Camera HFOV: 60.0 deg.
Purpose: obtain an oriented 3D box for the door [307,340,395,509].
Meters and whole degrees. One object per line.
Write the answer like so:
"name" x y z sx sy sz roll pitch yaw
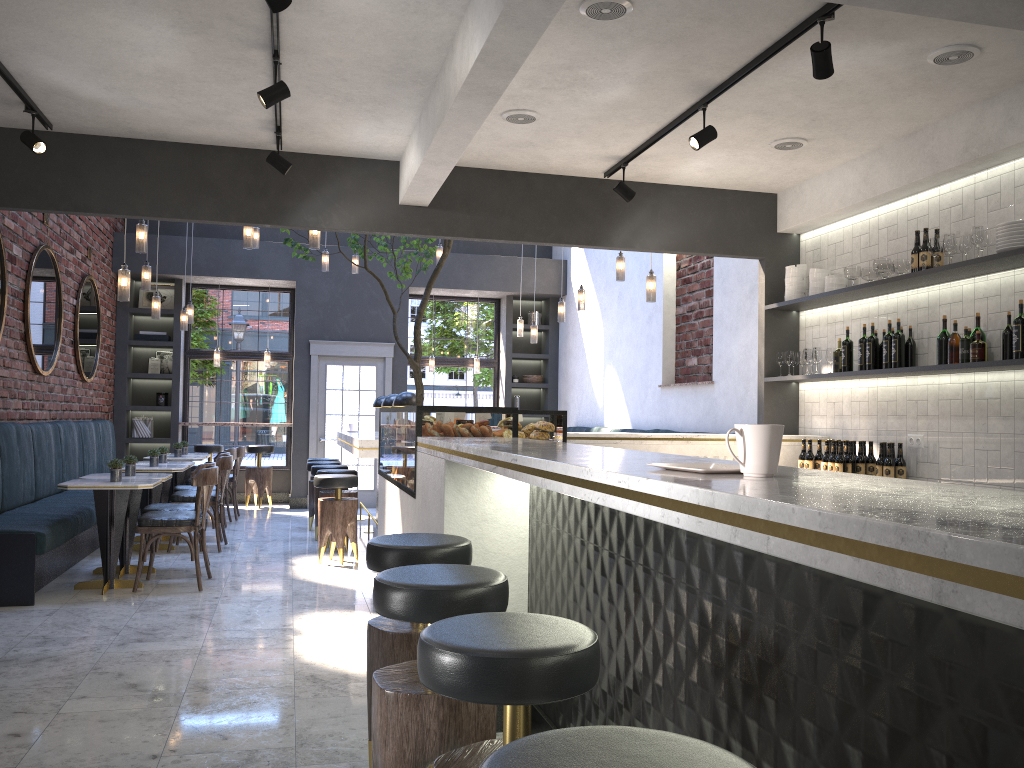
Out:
"door" -2.161 0.547 11.857 1.132 2.218 0.152 1 -2 -14

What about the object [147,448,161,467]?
"object" -3.240 0.665 8.026 0.118 0.165 0.122 2 -2 -36

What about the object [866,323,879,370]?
"object" 2.332 -0.237 5.736 0.072 0.319 0.072 2 -2 -30

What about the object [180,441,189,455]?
"object" -3.816 0.741 10.315 0.118 0.165 0.122 2 -2 -36

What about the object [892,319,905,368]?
"object" 2.394 -0.245 5.492 0.072 0.319 0.072 2 -2 -30

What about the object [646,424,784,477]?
"object" 0.413 0.126 1.734 0.176 0.097 0.301 2 -2 -23

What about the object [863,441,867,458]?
"object" 2.336 0.517 5.891 0.070 0.279 0.069 2 -2 -37

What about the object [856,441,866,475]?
"object" 2.281 0.513 5.801 0.069 0.279 0.070 0 -2 38

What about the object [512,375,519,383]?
"object" 0.043 -0.070 12.964 0.116 0.119 0.117 2 -2 -38

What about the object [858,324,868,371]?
"object" 2.312 -0.234 5.818 0.072 0.319 0.072 2 -2 -30

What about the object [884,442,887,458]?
"object" 2.387 0.513 5.684 0.070 0.279 0.069 0 -2 18

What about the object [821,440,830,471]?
"object" 2.100 0.514 5.909 0.069 0.279 0.070 0 -2 38

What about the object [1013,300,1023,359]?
"object" 2.625 -0.275 4.573 0.072 0.319 0.072 2 -2 -30

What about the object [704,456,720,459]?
"object" 1.364 0.567 6.066 0.114 0.147 0.114 1 -2 -9

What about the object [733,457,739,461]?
"object" 1.543 0.567 5.975 0.114 0.147 0.114 1 -2 -9

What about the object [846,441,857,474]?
"object" 2.209 0.511 5.782 0.070 0.279 0.069 1 -2 -12

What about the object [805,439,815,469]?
"object" 2.051 0.521 6.104 0.070 0.279 0.069 2 -2 -37

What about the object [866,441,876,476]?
"object" 2.355 0.515 5.819 0.069 0.279 0.070 1 -2 8

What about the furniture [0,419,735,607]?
"furniture" -1.410 0.981 8.825 6.021 1.151 5.342 1 -2 -14

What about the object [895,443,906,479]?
"object" 2.425 0.508 5.540 0.069 0.279 0.070 1 -2 8

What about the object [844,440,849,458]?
"object" 2.246 0.518 5.944 0.070 0.279 0.069 2 -2 -37

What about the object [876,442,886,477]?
"object" 2.334 0.508 5.594 0.070 0.279 0.069 1 -2 -7

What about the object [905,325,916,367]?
"object" 2.479 -0.224 5.519 0.065 0.280 0.065 0 -2 29

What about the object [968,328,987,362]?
"object" 2.561 -0.212 4.919 0.082 0.215 0.257 1 -2 13

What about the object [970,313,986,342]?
"object" 2.595 -0.250 4.940 0.081 0.294 0.081 1 -2 13

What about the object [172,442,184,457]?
"object" -3.674 0.722 9.751 0.118 0.165 0.122 2 -2 -36

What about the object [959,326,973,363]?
"object" 2.518 -0.212 4.921 0.065 0.215 0.066 1 -2 13

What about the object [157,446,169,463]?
"object" -3.382 0.684 8.590 0.118 0.165 0.122 2 -2 -36

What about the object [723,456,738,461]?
"object" 1.511 0.571 6.103 0.114 0.147 0.114 1 -2 -9

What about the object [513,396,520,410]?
"object" 0.071 0.292 12.915 0.098 0.248 0.098 0 -2 25

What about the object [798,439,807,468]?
"object" 2.032 0.523 6.176 0.069 0.279 0.070 0 -2 38

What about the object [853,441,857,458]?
"object" 2.264 0.516 5.873 0.070 0.279 0.069 1 -2 -7

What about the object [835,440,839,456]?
"object" 2.173 0.516 5.927 0.070 0.279 0.069 1 -2 -12

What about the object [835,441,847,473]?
"object" 2.137 0.510 5.763 0.070 0.279 0.069 2 -2 -27

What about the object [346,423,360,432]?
"object" -1.827 0.502 10.198 0.176 0.098 0.204 1 -2 -9

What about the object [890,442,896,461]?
"object" 2.407 0.510 5.613 0.070 0.279 0.069 2 -2 -37

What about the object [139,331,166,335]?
"object" -4.768 -0.664 11.769 0.327 0.039 0.227 2 -2 -24

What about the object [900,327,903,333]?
"object" 2.459 -0.221 5.601 0.065 0.280 0.065 0 -2 29

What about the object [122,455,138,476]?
"object" -2.937 0.625 6.825 0.118 0.165 0.122 2 -2 -36

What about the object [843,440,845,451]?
"object" 2.288 0.524 6.086 0.069 0.279 0.070 1 -2 8

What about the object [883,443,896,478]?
"object" 2.351 0.506 5.523 0.069 0.279 0.070 0 -2 38

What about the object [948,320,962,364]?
"object" 2.499 -0.231 5.000 0.077 0.257 0.076 2 -2 -43

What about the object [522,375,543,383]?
"object" 0.306 -0.065 13.054 0.305 0.123 0.305 1 -2 7

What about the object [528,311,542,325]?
"object" 0.337 -0.959 13.098 0.214 0.215 0.213 1 -2 -5

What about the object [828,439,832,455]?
"object" 2.196 0.524 6.140 0.070 0.279 0.069 1 -2 -7

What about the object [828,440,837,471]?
"object" 2.118 0.512 5.836 0.070 0.279 0.069 2 -2 -37

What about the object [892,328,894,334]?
"object" 2.438 -0.219 5.682 0.065 0.280 0.065 0 -2 29

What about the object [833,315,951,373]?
"object" 2.360 -0.230 5.577 0.082 0.294 1.100 1 -2 -13

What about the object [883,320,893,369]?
"object" 2.373 -0.242 5.574 0.072 0.319 0.072 2 -2 -30

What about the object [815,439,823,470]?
"object" 2.123 0.523 6.123 0.069 0.279 0.070 0 -2 38

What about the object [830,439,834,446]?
"object" 2.250 0.529 6.230 0.070 0.279 0.069 0 -2 18

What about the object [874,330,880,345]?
"object" 2.397 -0.213 5.844 0.065 0.280 0.065 0 -2 29

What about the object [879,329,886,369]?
"object" 2.418 -0.216 5.763 0.065 0.280 0.065 0 -2 29

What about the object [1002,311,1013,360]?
"object" 2.670 -0.249 4.762 0.065 0.280 0.065 0 -2 29

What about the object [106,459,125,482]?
"object" -2.795 0.607 6.260 0.118 0.165 0.122 2 -2 -36

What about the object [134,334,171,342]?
"object" -4.761 -0.603 11.757 0.412 0.084 0.286 1 -2 -14
